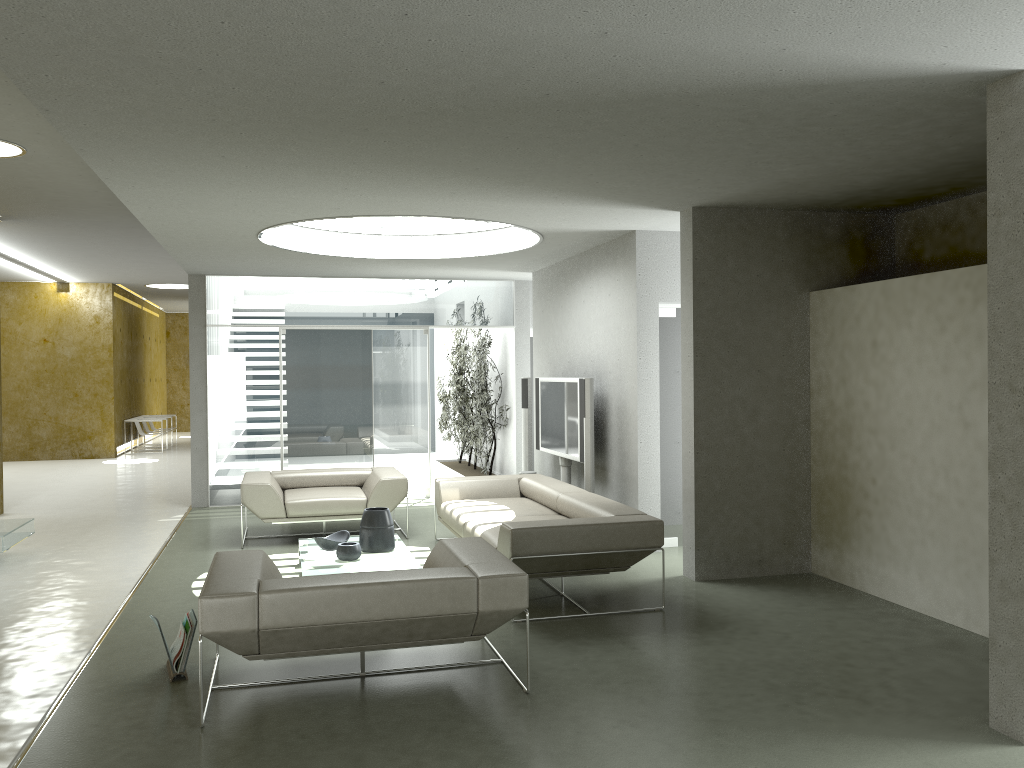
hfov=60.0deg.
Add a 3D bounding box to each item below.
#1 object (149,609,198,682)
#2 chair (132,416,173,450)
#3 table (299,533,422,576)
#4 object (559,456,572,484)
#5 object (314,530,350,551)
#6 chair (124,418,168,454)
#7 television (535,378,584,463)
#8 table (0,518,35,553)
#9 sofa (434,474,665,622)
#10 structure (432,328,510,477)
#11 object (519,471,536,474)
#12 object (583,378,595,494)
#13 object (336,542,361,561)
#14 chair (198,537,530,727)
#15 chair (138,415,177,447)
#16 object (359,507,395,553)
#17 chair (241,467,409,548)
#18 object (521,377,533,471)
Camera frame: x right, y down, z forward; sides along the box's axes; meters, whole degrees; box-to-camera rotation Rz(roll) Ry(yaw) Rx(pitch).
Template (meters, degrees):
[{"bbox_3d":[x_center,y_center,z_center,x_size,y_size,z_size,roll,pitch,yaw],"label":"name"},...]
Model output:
[{"bbox_3d":[-1.735,1.335,4.545,0.216,0.288,0.329,-1,1,-25],"label":"object"},{"bbox_3d":[-7.651,1.043,18.868,0.710,0.667,0.800,-1,1,-15],"label":"chair"},{"bbox_3d":[-1.150,1.350,6.533,0.790,0.200,1.500,-1,1,-15],"label":"table"},{"bbox_3d":[0.471,1.063,8.787,0.323,0.689,0.882,-1,1,-15],"label":"object"},{"bbox_3d":[-1.351,1.188,6.671,0.223,0.125,0.317,0,1,22],"label":"object"},{"bbox_3d":[-7.435,1.050,18.040,0.710,0.667,0.800,-1,1,-15],"label":"chair"},{"bbox_3d":[0.516,0.327,8.792,0.127,0.781,1.603,-1,1,-15],"label":"television"},{"bbox_3d":[-4.479,1.327,7.178,0.900,0.300,0.900,-1,1,-15],"label":"table"},{"bbox_3d":[0.125,1.139,6.859,1.037,0.585,2.791,-1,1,-15],"label":"sofa"},{"bbox_3d":[-0.694,0.078,12.853,0.646,2.589,3.371,-1,1,-15],"label":"structure"},{"bbox_3d":[0.168,1.171,9.492,0.175,0.461,0.185,-1,1,-20],"label":"object"},{"bbox_3d":[0.674,0.682,7.708,0.310,1.469,0.310,-1,1,-38],"label":"object"},{"bbox_3d":[-1.163,1.196,6.323,0.177,0.113,0.177,-1,1,-34],"label":"object"},{"bbox_3d":[-0.759,1.178,4.486,1.481,0.583,1.039,-1,1,-15],"label":"chair"},{"bbox_3d":[-7.866,1.035,19.697,0.710,0.667,0.800,-1,1,-15],"label":"chair"},{"bbox_3d":[-1.014,1.092,6.654,0.265,0.309,0.265,-1,1,-32],"label":"object"},{"bbox_3d":[-1.792,1.143,8.452,1.481,0.583,1.039,-1,1,-15],"label":"chair"},{"bbox_3d":[0.174,0.662,9.891,0.310,1.469,0.310,0,1,12],"label":"object"}]
